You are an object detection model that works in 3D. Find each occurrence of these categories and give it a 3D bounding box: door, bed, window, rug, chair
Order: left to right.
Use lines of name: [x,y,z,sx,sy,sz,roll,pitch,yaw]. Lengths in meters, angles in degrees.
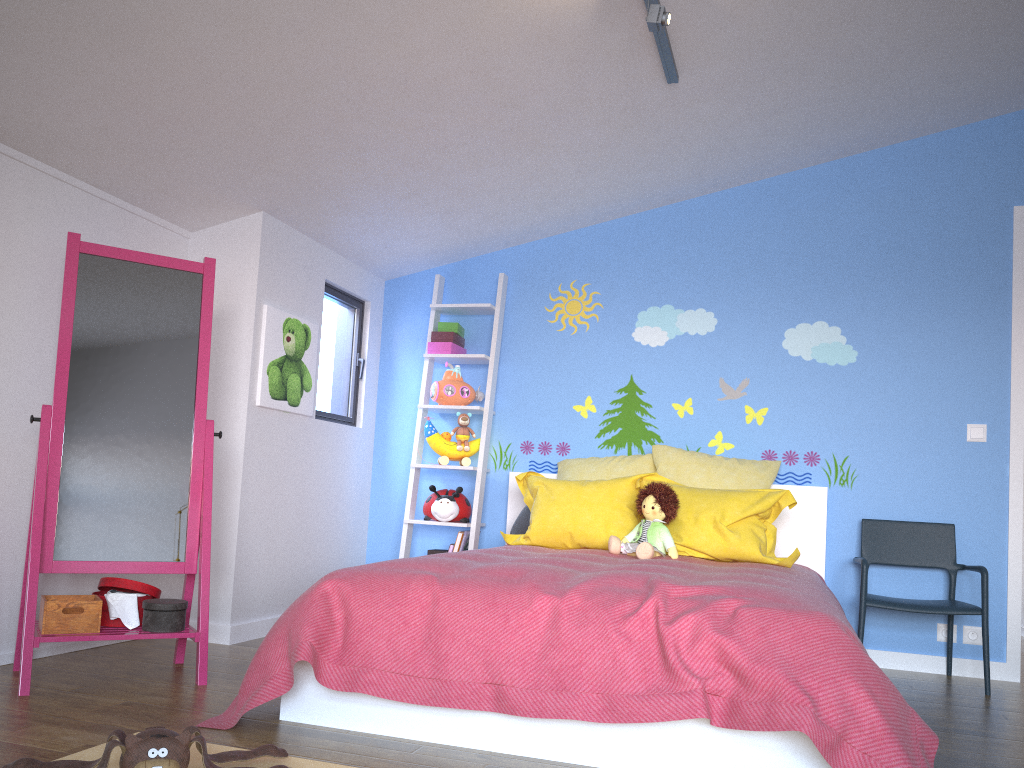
window: [-0.954,-0.161,4.582,0.209,0.744,0.589,2,-6,18]
rug: [-0.112,0.852,1.426,2.199,0.006,1.207,1,-8,18]
bed: [0.377,0.713,3.243,1.925,0.807,2.330,1,-7,18]
chair: [1.729,0.930,3.812,0.512,0.671,0.418,2,-5,14]
door: [2.863,0.323,4.270,1.032,2.119,1.003,2,-5,18]

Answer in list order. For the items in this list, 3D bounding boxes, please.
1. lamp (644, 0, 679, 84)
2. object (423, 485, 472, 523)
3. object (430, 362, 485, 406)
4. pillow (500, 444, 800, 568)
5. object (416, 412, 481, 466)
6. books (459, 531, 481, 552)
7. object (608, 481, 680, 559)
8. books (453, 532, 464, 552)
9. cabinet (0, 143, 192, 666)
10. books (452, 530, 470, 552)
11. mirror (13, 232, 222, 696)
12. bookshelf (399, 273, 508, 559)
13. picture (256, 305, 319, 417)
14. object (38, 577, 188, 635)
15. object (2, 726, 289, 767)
lamp: [0.420,-1.152,2.690,0.123,0.143,1.211,1,-8,21]
object: [-0.342,0.610,4.501,0.253,0.182,0.324,0,-7,24]
object: [-0.278,0.007,4.595,0.296,0.233,0.158,5,-5,-12]
pillow: [0.610,0.523,4.016,1.344,0.529,0.683,1,-7,19]
object: [-0.297,0.279,4.508,0.372,0.280,0.154,4,-5,-10]
books: [1.739,4.366,5.624,5.407,6.680,0.361,7,-5,-32]
object: [0.550,0.562,3.610,0.252,0.340,0.286,7,-7,-38]
books: [-0.256,0.860,4.413,0.080,0.247,0.198,2,-6,18]
cabinet: [-2.119,-0.093,1.854,0.053,1.755,4.256,2,-7,18]
books: [-0.264,0.863,4.458,0.078,0.252,0.210,2,-6,18]
mirror: [-1.309,0.247,3.021,0.612,1.482,0.417,6,-5,-31]
bookshelf: [-0.312,0.315,4.553,0.391,1.843,0.382,2,-5,18]
picture: [-1.018,-0.094,4.038,0.026,0.441,0.453,2,-6,18]
object: [-1.352,0.739,3.012,0.446,0.158,0.369,7,-8,-26]
object: [-0.812,0.810,2.011,0.607,0.111,0.400,6,-8,-23]
